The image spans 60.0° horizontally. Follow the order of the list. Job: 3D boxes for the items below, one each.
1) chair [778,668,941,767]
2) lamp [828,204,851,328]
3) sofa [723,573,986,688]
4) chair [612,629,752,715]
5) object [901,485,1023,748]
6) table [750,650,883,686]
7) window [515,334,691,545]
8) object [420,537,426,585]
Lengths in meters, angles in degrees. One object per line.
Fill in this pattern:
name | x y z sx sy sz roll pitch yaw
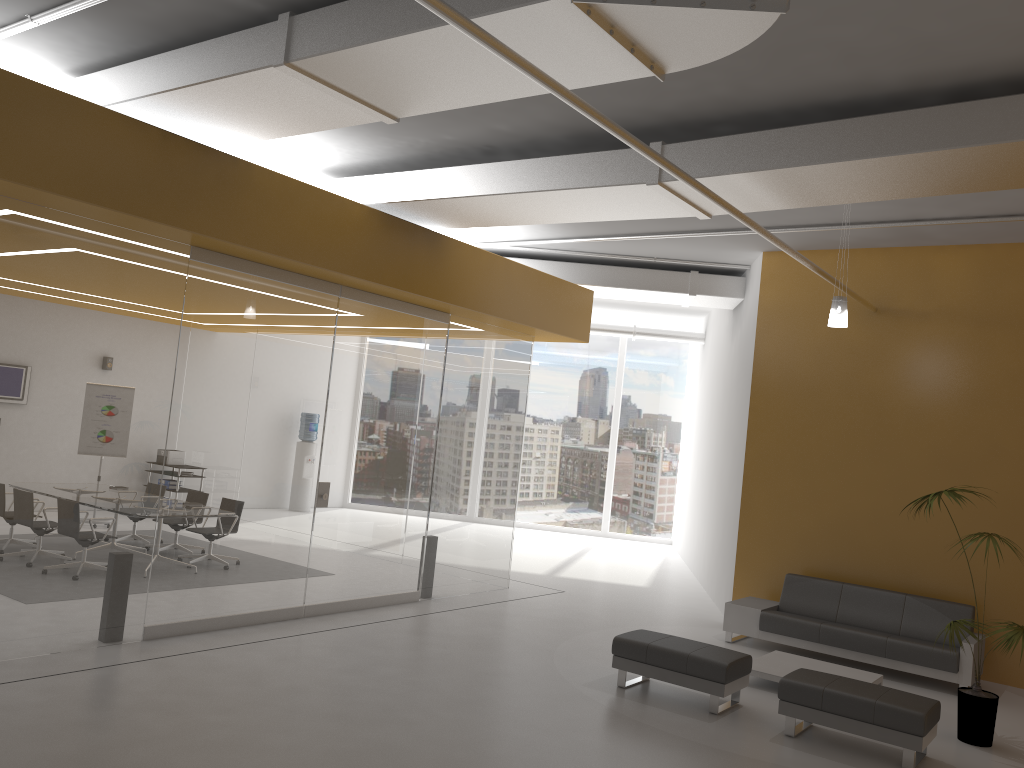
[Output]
chair | 2.511 2.416 6.452 1.012 0.423 0.575 4 -4 36
lamp | 3.049 -1.136 8.166 0.174 1.227 0.174 7 -3 -13
sofa | 3.479 2.492 9.150 2.400 0.761 0.860 4 -4 36
chair | 1.382 2.345 7.291 1.012 0.423 0.575 4 -4 36
object | 3.570 1.779 6.925 0.912 1.956 1.222 7 -3 -14
table | 2.691 2.655 7.982 1.000 0.150 1.000 4 -4 36
window | 0.773 0.865 18.989 8.533 4.498 0.100 6 -3 6
object | -0.998 2.120 10.308 0.124 0.706 0.152 4 -4 31
